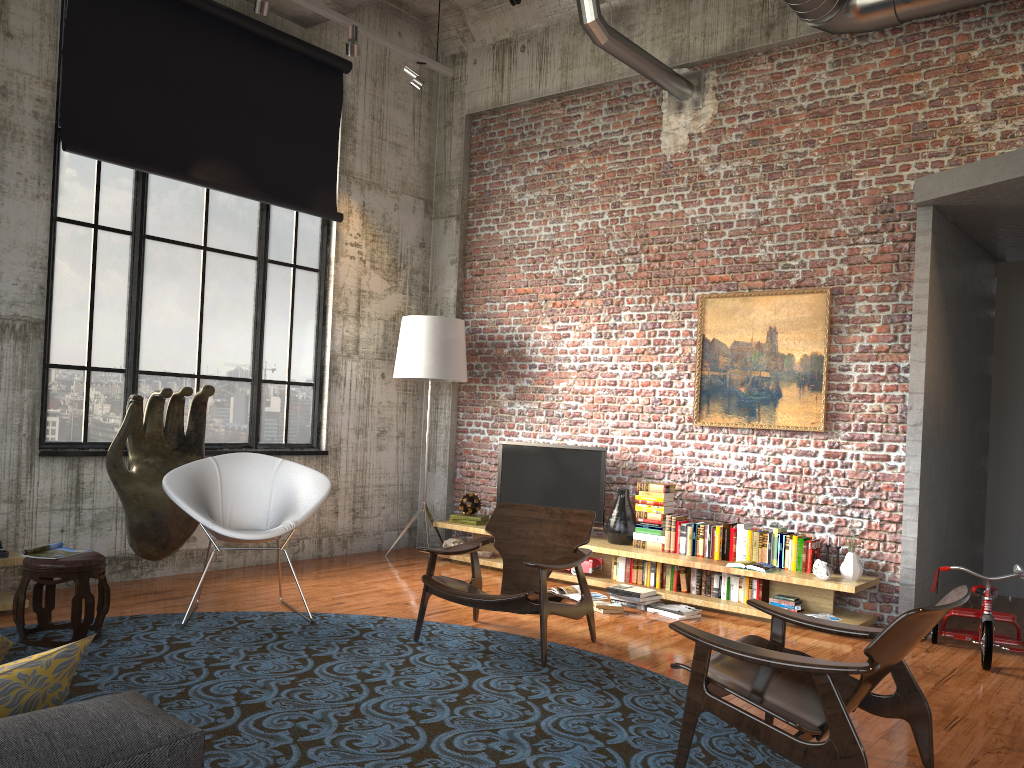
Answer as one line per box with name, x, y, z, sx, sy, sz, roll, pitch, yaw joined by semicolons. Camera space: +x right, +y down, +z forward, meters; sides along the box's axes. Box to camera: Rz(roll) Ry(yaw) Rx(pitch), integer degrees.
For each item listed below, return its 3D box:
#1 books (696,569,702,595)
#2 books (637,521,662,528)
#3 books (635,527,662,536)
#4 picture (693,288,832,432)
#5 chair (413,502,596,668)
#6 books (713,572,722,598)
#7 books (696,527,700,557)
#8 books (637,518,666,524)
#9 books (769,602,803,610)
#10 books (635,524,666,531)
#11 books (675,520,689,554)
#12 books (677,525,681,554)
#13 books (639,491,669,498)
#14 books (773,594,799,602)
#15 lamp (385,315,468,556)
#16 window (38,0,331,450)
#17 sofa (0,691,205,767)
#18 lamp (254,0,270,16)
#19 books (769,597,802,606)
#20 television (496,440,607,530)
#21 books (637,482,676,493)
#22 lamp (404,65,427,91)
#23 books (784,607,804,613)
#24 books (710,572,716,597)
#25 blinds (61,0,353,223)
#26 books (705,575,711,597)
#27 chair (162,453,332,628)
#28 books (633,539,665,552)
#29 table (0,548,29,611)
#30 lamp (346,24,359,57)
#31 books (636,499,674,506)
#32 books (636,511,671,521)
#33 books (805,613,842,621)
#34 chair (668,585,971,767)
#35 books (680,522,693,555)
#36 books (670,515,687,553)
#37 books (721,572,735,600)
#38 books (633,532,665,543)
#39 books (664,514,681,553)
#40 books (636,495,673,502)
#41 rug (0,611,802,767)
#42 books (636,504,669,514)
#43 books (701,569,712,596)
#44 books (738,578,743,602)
books;1.463;1.516;6.792;0.043;0.186;0.143;3;-1;39
books;1.154;1.134;7.199;0.223;0.027;0.161;1;-3;39
books;1.151;1.196;7.208;0.240;0.045;0.175;1;-3;39
picture;1.921;-0.186;6.893;1.064;1.064;0.040;2;-1;39
chair;-0.006;1.172;5.391;0.874;0.793;1.044;2;-2;29
books;1.573;1.519;6.704;0.043;0.186;0.129;3;-1;39
books;1.488;1.228;6.915;0.027;0.223;0.161;3;-1;39
books;1.153;1.108;7.196;0.223;0.026;0.161;1;-3;39
books;1.959;1.577;6.334;0.214;0.025;0.149;2;-2;24
books;1.152;1.160;7.198;0.250;0.026;0.160;1;-3;39
books;1.346;1.212;7.031;0.026;0.250;0.160;3;-1;39
books;1.360;1.225;7.008;0.026;0.223;0.161;3;-1;39
books;1.175;0.893;7.202;0.231;0.037;0.168;1;-3;39
books;1.962;1.530;6.335;0.154;0.019;0.108;1;-3;39
lamp;-0.785;0.516;8.266;0.694;2.242;0.706;3;0;-29
window;-2.474;-1.135;7.154;0.050;3.434;2.582;3;-1;39
sofa;-2.034;0.925;1.954;3.002;0.861;1.364;1;-2;40
lamp;-1.733;-2.660;6.153;0.102;0.251;0.165;3;-1;-26
books;1.959;1.552;6.338;0.192;0.024;0.132;1;-3;44
television;0.339;0.923;7.803;1.089;0.793;0.286;2;-1;25
books;1.179;0.842;7.210;0.259;0.066;0.198;1;-2;39
lamp;-0.796;-2.563;7.417;0.226;0.215;0.102;3;-1;-10
books;1.958;1.602;6.334;0.214;0.026;0.149;1;-3;39
books;1.547;1.520;6.728;0.028;0.182;0.120;3;-1;39
blinds;-2.285;-2.255;7.046;0.150;1.463;2.446;3;-1;39
books;1.513;1.532;6.739;0.036;0.156;0.108;3;-1;39
chair;-1.721;0.981;5.760;1.058;1.030;0.806;3;-1;-12
books;1.156;1.304;7.208;0.284;0.066;0.198;1;-2;39
table;-3.452;1.223;5.312;0.475;0.359;0.876;2;-2;39
lamp;-1.221;-2.611;6.801;0.102;0.251;0.165;3;-1;-6
books;1.161;0.962;7.201;0.253;0.034;0.183;1;-3;39
books;1.158;1.067;7.201;0.246;0.057;0.171;1;-2;39
books;2.140;1.607;6.147;0.169;0.023;0.230;4;-2;-31
chair;1.214;1.165;3.538;1.042;0.793;0.876;2;-2;40
books;1.387;1.217;6.985;0.045;0.240;0.175;3;-1;39
books;1.327;1.195;7.058;0.040;0.284;0.198;3;-1;39
books;1.624;1.503;6.667;0.040;0.219;0.133;3;-1;39
books;1.155;1.244;7.200;0.290;0.053;0.176;1;-3;39
books;1.283;1.190;7.072;0.044;0.291;0.176;3;-1;39
books;1.160;0.927;7.198;0.253;0.034;0.183;1;-3;39
rug;-1.190;1.443;3.477;4.846;0.009;4.848;3;-2;-5
books;1.162;1.009;7.202;0.259;0.060;0.180;1;-2;39
books;1.485;1.497;6.757;0.033;0.224;0.105;3;-1;39
books;1.725;1.528;6.585;0.028;0.174;0.127;3;-1;39
